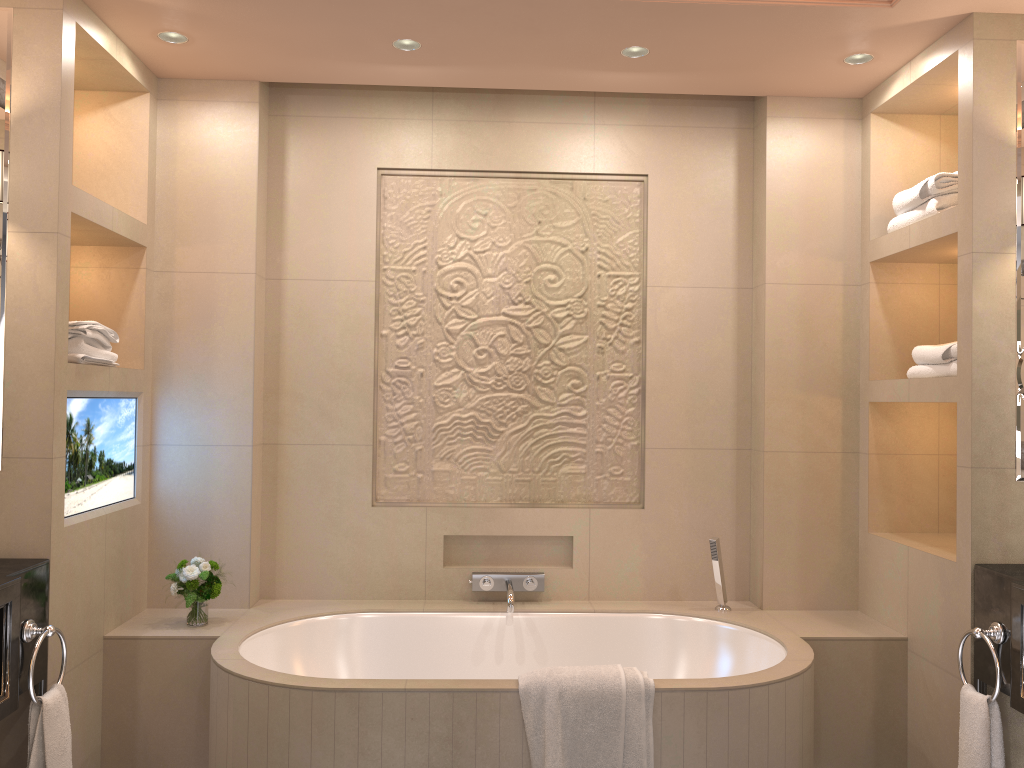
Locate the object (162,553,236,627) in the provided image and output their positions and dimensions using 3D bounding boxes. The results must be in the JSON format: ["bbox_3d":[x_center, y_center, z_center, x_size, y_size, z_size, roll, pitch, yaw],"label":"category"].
[{"bbox_3d":[-1.083,0.697,3.043,0.197,0.252,0.229,0,-1,39],"label":"object"}]

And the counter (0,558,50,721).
[{"bbox_3d":[-1.497,0.905,1.818,0.543,0.858,1.330,1,-1,-3],"label":"counter"}]

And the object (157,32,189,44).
[{"bbox_3d":[-1.116,-1.174,2.921,0.097,0.069,0.097,1,-1,14],"label":"object"}]

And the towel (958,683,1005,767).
[{"bbox_3d":[1.292,1.078,2.468,0.116,0.455,0.173,1,-1,-21],"label":"towel"}]

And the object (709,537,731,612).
[{"bbox_3d":[0.782,0.714,3.338,0.059,0.280,0.114,0,-1,42],"label":"object"}]

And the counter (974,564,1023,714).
[{"bbox_3d":[1.606,0.950,1.956,0.543,0.858,1.330,1,-1,-3],"label":"counter"}]

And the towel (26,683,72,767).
[{"bbox_3d":[-1.234,1.042,2.363,0.116,0.455,0.173,1,-1,-21],"label":"towel"}]

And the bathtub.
[{"bbox_3d":[0.002,1.105,2.930,2.662,0.540,1.060,1,-1,-3],"label":"bathtub"}]

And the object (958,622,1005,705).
[{"bbox_3d":[1.324,0.778,2.478,0.074,0.226,0.203,1,-1,-3],"label":"object"}]

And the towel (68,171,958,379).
[{"bbox_3d":[0.037,-0.396,2.961,3.195,0.726,0.517,1,-1,-2],"label":"towel"}]

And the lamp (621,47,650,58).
[{"bbox_3d":[0.416,-1.152,2.989,0.097,0.069,0.097,1,-1,-6],"label":"lamp"}]

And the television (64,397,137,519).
[{"bbox_3d":[-1.345,0.223,2.888,0.025,0.360,0.564,1,-1,-3],"label":"television"}]

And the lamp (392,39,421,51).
[{"bbox_3d":[-0.350,-1.163,2.955,0.097,0.069,0.097,1,-1,14],"label":"lamp"}]

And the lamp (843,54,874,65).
[{"bbox_3d":[1.182,-1.141,3.024,0.097,0.069,0.097,1,-1,-26],"label":"lamp"}]

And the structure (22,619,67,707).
[{"bbox_3d":[-1.258,0.741,2.365,0.074,0.226,0.203,1,-1,-3],"label":"structure"}]

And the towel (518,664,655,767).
[{"bbox_3d":[0.200,1.019,2.479,0.374,0.463,0.453,1,-1,-1],"label":"towel"}]

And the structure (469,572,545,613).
[{"bbox_3d":[-0.016,0.782,3.338,0.290,0.097,0.259,1,-1,-3],"label":"structure"}]
